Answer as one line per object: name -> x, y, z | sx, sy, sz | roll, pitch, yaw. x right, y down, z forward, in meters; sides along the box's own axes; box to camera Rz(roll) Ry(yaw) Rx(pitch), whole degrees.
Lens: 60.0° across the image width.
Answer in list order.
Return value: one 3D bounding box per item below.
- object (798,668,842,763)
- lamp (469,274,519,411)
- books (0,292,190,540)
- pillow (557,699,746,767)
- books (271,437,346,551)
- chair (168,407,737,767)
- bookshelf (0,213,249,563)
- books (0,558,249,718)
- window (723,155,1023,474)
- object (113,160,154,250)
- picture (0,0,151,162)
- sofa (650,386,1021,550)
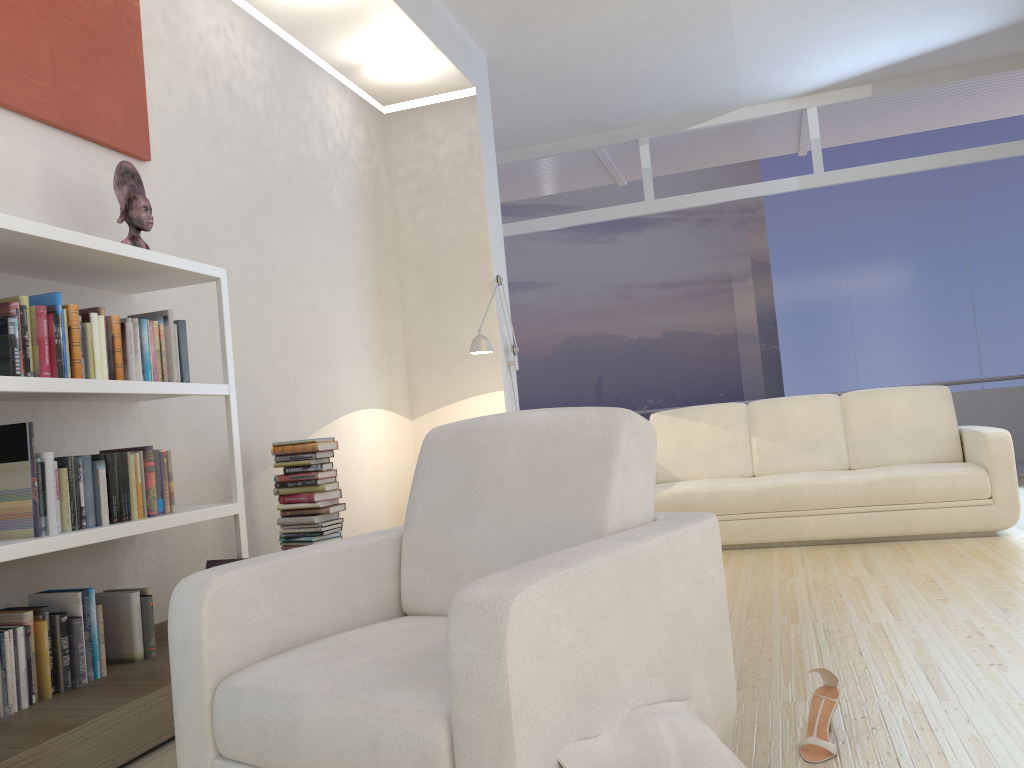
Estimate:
object -> 0.738, 0.785, 2.129 | 0.089, 0.149, 0.265 | -7, -3, 29
lamp -> -0.106, 0.163, 5.904 | 0.204, 1.841, 0.891 | -6, -3, 12
books -> -1.401, 0.095, 2.961 | 0.215, 0.743, 0.831 | -6, -3, 16
pillow -> 0.292, 0.721, 1.480 | 0.312, 0.315, 0.615 | -8, -4, 43
books -> -0.947, 0.611, 4.231 | 0.329, 0.694, 0.270 | -6, -3, 16
chair -> -0.100, 0.481, 1.977 | 0.919, 0.828, 0.941 | -7, -4, 36
bookshelf -> -1.523, 0.240, 2.804 | 0.465, 1.396, 1.599 | -6, -3, 16
books -> -1.310, 0.790, 2.948 | 0.274, 0.281, 1.125 | -7, -3, 23
window -> 3.529, -0.509, 7.809 | 2.988, 2.706, 0.012 | -6, -3, 16
object -> -1.438, -0.648, 3.367 | 0.133, 0.409, 0.138 | -4, -3, -27
picture -> -2.062, -1.390, 2.296 | 0.030, 0.794, 3.227 | -6, -3, 16
sofa -> 1.779, 0.501, 5.465 | 2.166, 0.862, 0.941 | -6, -3, 16
